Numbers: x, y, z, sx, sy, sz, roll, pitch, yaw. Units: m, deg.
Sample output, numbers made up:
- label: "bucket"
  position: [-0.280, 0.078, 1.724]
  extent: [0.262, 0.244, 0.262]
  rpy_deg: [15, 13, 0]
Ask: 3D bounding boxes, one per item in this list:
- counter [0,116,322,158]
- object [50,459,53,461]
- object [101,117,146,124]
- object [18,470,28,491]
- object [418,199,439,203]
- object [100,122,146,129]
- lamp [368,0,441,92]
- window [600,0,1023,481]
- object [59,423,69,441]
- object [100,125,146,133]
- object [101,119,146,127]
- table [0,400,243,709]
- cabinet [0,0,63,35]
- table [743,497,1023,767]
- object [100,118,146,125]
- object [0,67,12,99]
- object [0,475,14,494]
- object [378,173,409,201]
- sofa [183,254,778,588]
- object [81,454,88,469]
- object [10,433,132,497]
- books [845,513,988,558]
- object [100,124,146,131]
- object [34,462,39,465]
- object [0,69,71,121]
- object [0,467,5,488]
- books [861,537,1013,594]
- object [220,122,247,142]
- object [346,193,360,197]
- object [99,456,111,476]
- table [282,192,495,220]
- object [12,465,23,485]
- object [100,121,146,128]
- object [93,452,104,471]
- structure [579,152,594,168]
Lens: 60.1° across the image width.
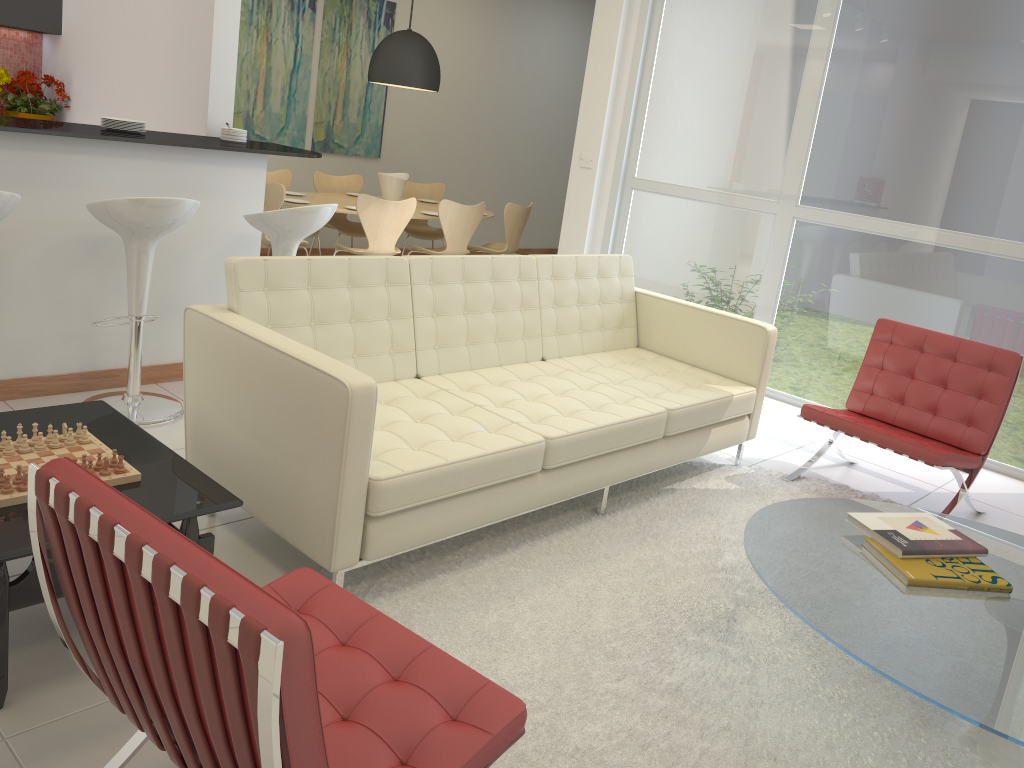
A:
- label: "counter"
  position: [-2.184, -1.167, 3.989]
  extent: [0.743, 0.019, 2.975]
  rpy_deg: [22, 21, 39]
- label: "object"
  position: [-1.199, 0.220, 2.309]
  extent: [0.030, 0.049, 0.030]
  rpy_deg: [-3, 18, -40]
- label: "object"
  position: [-1.933, -1.309, 4.407]
  extent: [0.210, 0.015, 0.213]
  rpy_deg: [7, 16, -4]
- label: "object"
  position: [-1.224, 0.239, 2.225]
  extent: [0.030, 0.051, 0.030]
  rpy_deg: [-3, 18, -40]
- label: "object"
  position: [-0.783, -1.714, 8.308]
  extent: [0.211, 0.015, 0.212]
  rpy_deg: [14, 17, 19]
- label: "object"
  position: [-1.937, -1.282, 4.413]
  extent: [0.210, 0.015, 0.213]
  rpy_deg: [7, 16, -4]
- label: "lamp"
  position: [-0.796, -3.170, 7.168]
  extent: [0.596, 1.475, 0.600]
  rpy_deg: [-5, 19, -45]
- label: "window"
  position: [2.036, -1.149, 5.505]
  extent: [3.467, 2.680, 0.121]
  rpy_deg: [21, 18, 40]
- label: "object"
  position: [-1.289, 0.136, 2.552]
  extent: [0.030, 0.051, 0.030]
  rpy_deg: [17, 16, 33]
- label: "object"
  position: [-1.939, -1.269, 4.416]
  extent: [0.210, 0.015, 0.213]
  rpy_deg: [7, 16, -4]
- label: "object"
  position: [-1.935, -1.296, 4.410]
  extent: [0.210, 0.015, 0.213]
  rpy_deg: [7, 16, -4]
- label: "table"
  position: [-1.314, 0.422, 2.471]
  extent: [0.926, 0.417, 0.703]
  rpy_deg: [21, 20, 40]
- label: "cabinet"
  position: [-4.371, -2.658, 5.142]
  extent: [0.355, 0.651, 3.254]
  rpy_deg: [20, 19, 40]
- label: "table"
  position: [1.359, 0.818, 2.454]
  extent: [1.552, 0.399, 1.326]
  rpy_deg: [21, 20, 39]
- label: "object"
  position: [-1.934, -1.302, 4.408]
  extent: [0.210, 0.015, 0.213]
  rpy_deg: [7, 16, -4]
- label: "object"
  position: [-3.675, -1.946, 5.941]
  extent: [0.524, 0.443, 0.508]
  rpy_deg: [-6, 21, -44]
- label: "object"
  position: [-1.252, 0.248, 2.196]
  extent: [0.030, 0.043, 0.030]
  rpy_deg: [-3, 18, -40]
- label: "object"
  position: [-1.018, -1.655, 7.510]
  extent: [0.271, 0.276, 0.265]
  rpy_deg: [5, 15, -13]
- label: "sofa"
  position: [0.048, -0.015, 3.757]
  extent: [1.011, 0.911, 2.574]
  rpy_deg: [21, 20, 40]
- label: "object"
  position: [-1.144, 0.211, 2.367]
  extent: [0.030, 0.049, 0.030]
  rpy_deg: [-3, 18, -40]
- label: "object"
  position: [-1.260, 0.212, 2.394]
  extent: [0.353, 0.001, 0.348]
  rpy_deg: [22, 21, 40]
- label: "books"
  position: [1.252, 0.468, 2.748]
  extent: [0.323, 0.026, 0.259]
  rpy_deg: [3, 17, -18]
- label: "object"
  position: [-1.938, -1.276, 4.414]
  extent: [0.210, 0.015, 0.213]
  rpy_deg: [7, 16, -4]
- label: "object"
  position: [-1.226, 0.225, 2.280]
  extent: [0.030, 0.049, 0.030]
  rpy_deg: [-3, 18, -40]
- label: "object"
  position: [-3.390, -1.993, 6.250]
  extent: [0.525, 0.443, 0.507]
  rpy_deg: [14, 16, 21]
- label: "object"
  position: [-1.281, 0.233, 2.222]
  extent: [0.030, 0.049, 0.030]
  rpy_deg: [-3, 18, -40]
- label: "books"
  position: [1.247, 0.533, 2.612]
  extent: [0.323, 0.026, 0.259]
  rpy_deg: [6, 16, -9]
- label: "object"
  position: [-1.561, -1.406, 4.928]
  extent: [0.141, 0.096, 0.174]
  rpy_deg: [18, 18, 33]
- label: "object"
  position: [-1.381, -1.690, 7.926]
  extent: [0.210, 0.015, 0.213]
  rpy_deg: [-1, 18, -30]
- label: "object"
  position: [-1.088, 0.217, 2.370]
  extent: [0.030, 0.051, 0.030]
  rpy_deg: [-3, 18, -40]
- label: "table"
  position: [-1.106, -1.178, 7.622]
  extent: [1.293, 0.720, 2.270]
  rpy_deg: [21, 20, 40]
- label: "object"
  position: [-1.253, 0.229, 2.251]
  extent: [0.030, 0.049, 0.030]
  rpy_deg: [-3, 18, -40]
- label: "object"
  position: [-1.936, -1.289, 4.411]
  extent: [0.210, 0.015, 0.213]
  rpy_deg: [7, 16, -4]
- label: "object"
  position: [-1.117, 0.207, 2.396]
  extent: [0.030, 0.049, 0.030]
  rpy_deg: [-3, 18, -40]
- label: "structure"
  position: [0.557, -1.676, 6.631]
  extent: [0.115, 0.103, 0.013]
  rpy_deg: [21, 18, 40]
